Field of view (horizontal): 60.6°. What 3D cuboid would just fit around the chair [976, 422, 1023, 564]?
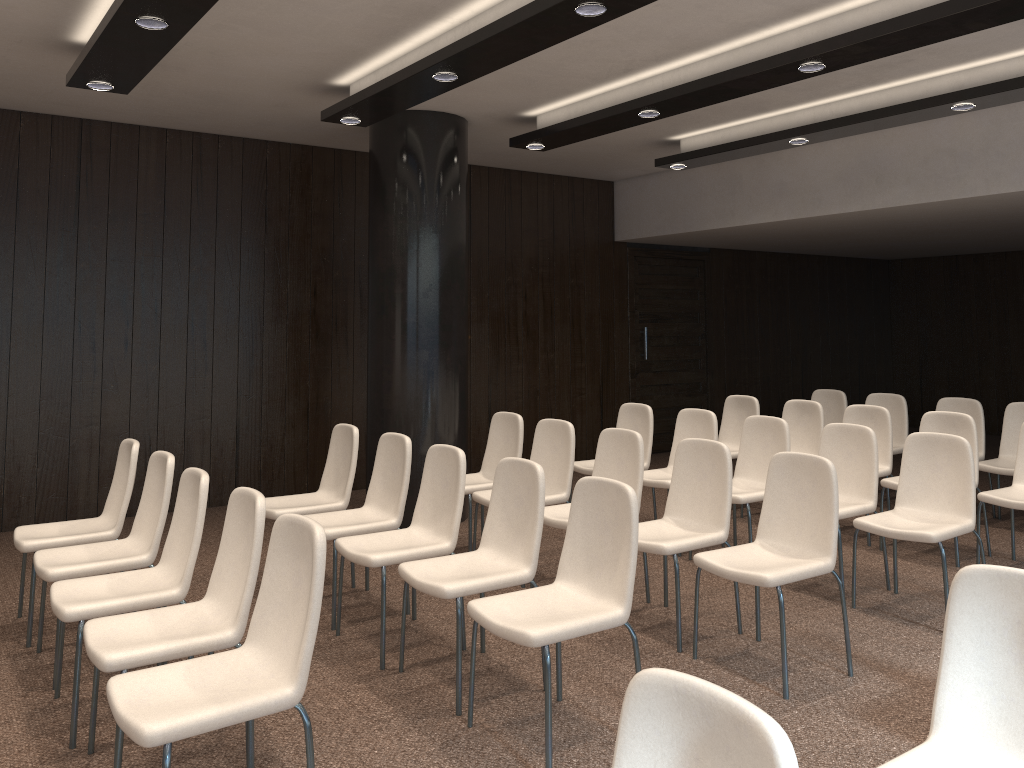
[{"bbox_3d":[3.153,0.683,5.270,0.557,0.910,0.528,1,-3,-33],"label":"chair"}]

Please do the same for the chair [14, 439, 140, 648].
[{"bbox_3d":[-2.230,0.760,4.488,0.557,0.910,0.528,1,-3,-33],"label":"chair"}]

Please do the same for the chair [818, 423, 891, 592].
[{"bbox_3d":[1.820,0.702,5.078,0.557,0.910,0.528,1,-3,-33],"label":"chair"}]

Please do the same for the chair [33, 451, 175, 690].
[{"bbox_3d":[-1.862,0.790,4.005,0.556,0.910,0.528,2,-3,-35],"label":"chair"}]

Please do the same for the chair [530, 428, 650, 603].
[{"bbox_3d":[0.433,0.722,4.872,0.557,0.910,0.528,1,-3,-34],"label":"chair"}]

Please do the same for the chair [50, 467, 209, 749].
[{"bbox_3d":[-1.523,0.822,3.494,0.557,0.910,0.528,1,-3,-32],"label":"chair"}]

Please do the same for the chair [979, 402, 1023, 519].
[{"bbox_3d":[3.731,0.603,6.439,0.556,0.910,0.528,2,-3,-36],"label":"chair"}]

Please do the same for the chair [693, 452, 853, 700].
[{"bbox_3d":[1.141,0.784,3.877,0.557,0.910,0.528,1,-3,-32],"label":"chair"}]

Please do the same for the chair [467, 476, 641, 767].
[{"bbox_3d":[0.164,0.831,3.223,0.557,0.910,0.528,1,-3,-33],"label":"chair"}]

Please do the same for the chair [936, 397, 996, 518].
[{"bbox_3d":[3.419,0.575,6.896,0.556,0.910,0.528,2,-3,-35],"label":"chair"}]

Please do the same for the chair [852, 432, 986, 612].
[{"bbox_3d":[2.130,0.732,4.595,0.556,0.910,0.528,2,-3,-36],"label":"chair"}]

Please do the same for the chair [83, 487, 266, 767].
[{"bbox_3d":[-1.162,0.851,3.029,0.557,0.910,0.528,1,-3,-32],"label":"chair"}]

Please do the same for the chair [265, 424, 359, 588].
[{"bbox_3d":[-1.211,0.710,5.176,0.557,0.910,0.528,1,-3,-32],"label":"chair"}]

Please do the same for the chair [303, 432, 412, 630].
[{"bbox_3d":[-0.844,0.739,4.702,0.557,0.910,0.528,1,-3,-33],"label":"chair"}]

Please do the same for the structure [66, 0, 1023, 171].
[{"bbox_3d":[-1.524,-1.620,1.113,13.138,0.232,8.047,-3,5,-35],"label":"structure"}]

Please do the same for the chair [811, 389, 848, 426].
[{"bbox_3d":[2.718,0.513,7.888,0.557,0.910,0.528,1,-3,-33],"label":"chair"}]

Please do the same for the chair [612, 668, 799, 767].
[{"bbox_3d":[0.119,0.960,1.258,0.557,0.910,0.528,1,-3,-33],"label":"chair"}]

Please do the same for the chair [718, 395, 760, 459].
[{"bbox_3d":[1.751,0.559,7.257,0.557,0.910,0.528,1,-3,-32],"label":"chair"}]

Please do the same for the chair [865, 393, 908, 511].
[{"bbox_3d":[3.041,0.544,7.388,0.556,0.910,0.528,2,-3,-36],"label":"chair"}]

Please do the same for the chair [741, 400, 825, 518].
[{"bbox_3d":[2.108,0.590,6.763,0.557,0.910,0.528,1,-3,-33],"label":"chair"}]

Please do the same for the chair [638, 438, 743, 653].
[{"bbox_3d":[0.803,0.752,4.387,0.556,0.910,0.528,1,-3,-34],"label":"chair"}]

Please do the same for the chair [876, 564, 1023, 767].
[{"bbox_3d":[1.041,0.913,1.906,0.556,0.910,0.528,2,-3,-36],"label":"chair"}]

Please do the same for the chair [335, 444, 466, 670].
[{"bbox_3d":[-0.524,0.771,4.201,0.557,0.910,0.528,1,-3,-33],"label":"chair"}]

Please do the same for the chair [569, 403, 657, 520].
[{"bbox_3d":[0.753,0.611,6.536,0.557,0.910,0.528,1,-3,-33],"label":"chair"}]

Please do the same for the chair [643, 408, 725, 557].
[{"bbox_3d":[1.121,0.641,6.053,0.556,0.910,0.528,1,-3,-34],"label":"chair"}]

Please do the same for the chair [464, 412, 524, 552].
[{"bbox_3d":[-0.225,0.659,5.875,0.557,0.910,0.528,1,-3,-34],"label":"chair"}]

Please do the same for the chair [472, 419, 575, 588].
[{"bbox_3d":[0.086,0.690,5.391,0.556,0.910,0.528,2,-3,-36],"label":"chair"}]

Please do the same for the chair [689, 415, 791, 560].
[{"bbox_3d":[1.459,0.673,5.543,0.557,0.910,0.528,1,-3,-33],"label":"chair"}]

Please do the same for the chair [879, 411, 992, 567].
[{"bbox_3d":[2.770,0.652,5.769,0.556,0.910,0.528,2,-3,-36],"label":"chair"}]

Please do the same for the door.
[{"bbox_3d":[1.886,-0.409,10.518,1.397,2.432,0.267,2,-5,-34],"label":"door"}]

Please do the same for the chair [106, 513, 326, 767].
[{"bbox_3d":[-0.851,0.881,2.545,0.556,0.910,0.528,2,-3,-36],"label":"chair"}]

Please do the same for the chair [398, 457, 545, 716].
[{"bbox_3d":[-0.161,0.799,3.744,0.557,0.910,0.528,1,-3,-32],"label":"chair"}]

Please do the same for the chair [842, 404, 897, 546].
[{"bbox_3d":[2.434,0.619,6.289,0.556,0.910,0.528,2,-3,-36],"label":"chair"}]
